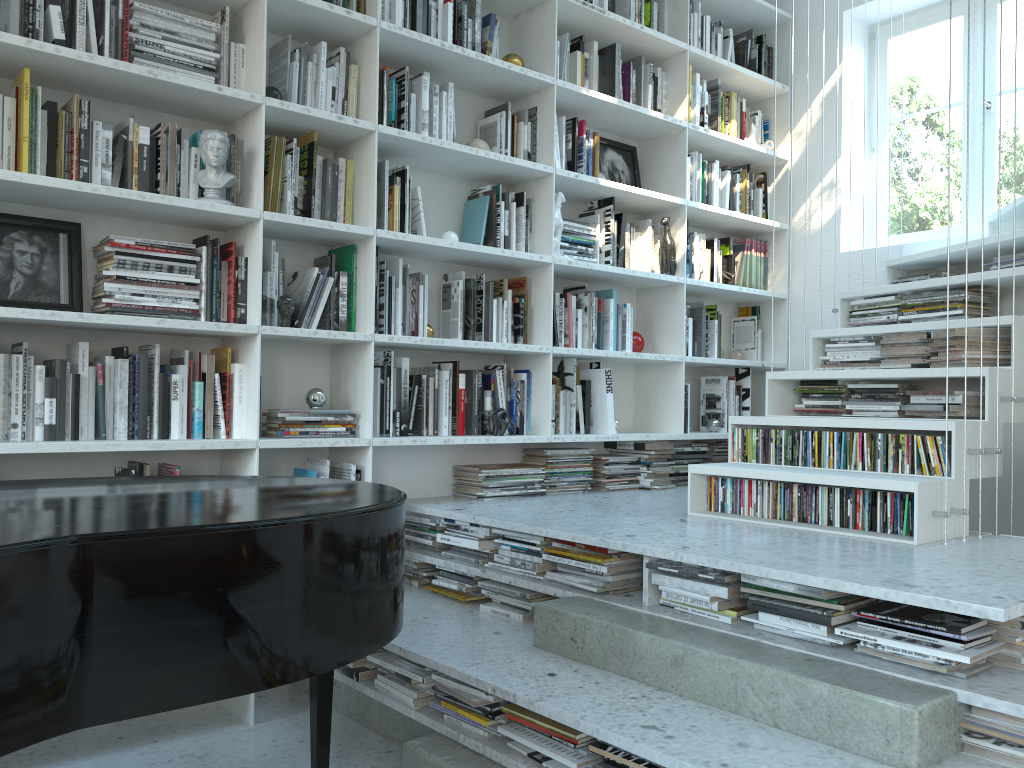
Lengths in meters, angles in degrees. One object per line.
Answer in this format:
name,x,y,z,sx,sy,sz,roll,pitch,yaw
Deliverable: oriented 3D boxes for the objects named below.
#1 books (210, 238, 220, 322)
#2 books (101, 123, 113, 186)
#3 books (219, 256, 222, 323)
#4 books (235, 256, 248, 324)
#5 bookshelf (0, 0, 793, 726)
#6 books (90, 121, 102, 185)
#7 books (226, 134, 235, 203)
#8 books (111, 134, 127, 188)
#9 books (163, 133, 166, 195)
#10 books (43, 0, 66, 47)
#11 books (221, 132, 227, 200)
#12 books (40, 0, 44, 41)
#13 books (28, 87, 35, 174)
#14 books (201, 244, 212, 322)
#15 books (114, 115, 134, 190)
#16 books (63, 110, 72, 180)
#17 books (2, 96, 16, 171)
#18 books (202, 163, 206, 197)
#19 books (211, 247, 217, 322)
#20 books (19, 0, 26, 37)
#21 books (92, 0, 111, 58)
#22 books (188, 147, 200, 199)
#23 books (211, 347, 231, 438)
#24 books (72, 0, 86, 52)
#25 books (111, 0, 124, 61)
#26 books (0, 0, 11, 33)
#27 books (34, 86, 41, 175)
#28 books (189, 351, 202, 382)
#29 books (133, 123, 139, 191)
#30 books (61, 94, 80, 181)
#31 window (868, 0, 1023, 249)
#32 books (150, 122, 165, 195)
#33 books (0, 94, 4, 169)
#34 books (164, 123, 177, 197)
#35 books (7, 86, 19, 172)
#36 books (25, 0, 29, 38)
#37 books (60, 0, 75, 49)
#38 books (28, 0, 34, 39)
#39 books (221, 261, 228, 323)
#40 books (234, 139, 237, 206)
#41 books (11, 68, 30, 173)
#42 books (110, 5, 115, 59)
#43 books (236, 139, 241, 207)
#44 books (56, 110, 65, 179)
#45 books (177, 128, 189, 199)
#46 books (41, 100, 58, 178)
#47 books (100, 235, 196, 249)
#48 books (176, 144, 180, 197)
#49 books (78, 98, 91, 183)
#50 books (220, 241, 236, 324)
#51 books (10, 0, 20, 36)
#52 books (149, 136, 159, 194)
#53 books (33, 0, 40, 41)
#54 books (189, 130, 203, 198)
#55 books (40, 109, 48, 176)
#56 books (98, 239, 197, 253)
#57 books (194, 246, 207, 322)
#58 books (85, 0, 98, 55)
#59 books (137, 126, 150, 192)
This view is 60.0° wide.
books,-1.007,-0.331,2.948,0.011,0.288,0.152,1,-1,-39
books,-1.269,-0.672,2.722,0.030,0.215,0.168,1,-1,-39
books,-1.003,-0.303,2.960,0.013,0.232,0.134,1,-1,-39
books,-0.942,-0.301,2.973,0.034,0.229,0.199,1,-1,-39
bookshelf,-1.060,-0.468,2.820,6.298,3.142,0.330,2,-1,-39
books,-1.289,-0.673,2.704,0.024,0.216,0.175,1,-1,-39
books,-0.965,-0.687,2.970,0.014,0.266,0.154,1,-1,-39
books,-1.246,-0.662,2.757,0.050,0.199,0.145,1,-1,-39
books,-1.147,-0.675,2.843,0.025,0.230,0.143,1,-1,-39
books,-1.368,-1.055,2.631,0.066,0.236,0.153,1,-1,-39
books,-0.990,-0.694,2.970,0.025,0.279,0.108,1,-1,-39
books,-1.402,-1.057,2.611,0.011,0.239,0.147,1,-1,-39
books,-1.413,-0.703,2.571,0.015,0.266,0.189,1,-1,-39
books,-1.028,-0.319,2.918,0.011,0.260,0.184,1,-1,-39
books,-1.214,-0.692,2.770,0.014,0.258,0.161,1,-1,-39
books,-1.353,-0.685,2.661,0.025,0.236,0.137,1,-1,-39
books,-1.469,-0.691,2.566,0.029,0.240,0.155,1,-1,-39
books,-1.036,-0.659,2.924,0.012,0.205,0.145,1,-1,-39
books,-1.017,-0.316,2.941,0.013,0.256,0.162,1,-1,-39
books,-1.440,-1.089,2.580,0.011,0.300,0.179,1,-1,-39
books,-1.264,-1.067,2.710,0.021,0.269,0.191,1,-1,-39
books,-1.063,-0.658,2.898,0.035,0.201,0.149,1,-1,-39
books,-0.979,0.030,2.974,0.011,0.300,0.149,1,-1,-39
books,-1.320,-1.043,2.679,0.024,0.216,0.148,1,-1,-39
books,-1.236,-1.054,2.742,0.015,0.245,0.183,1,-1,-39
books,-1.470,-1.073,2.542,0.025,0.266,0.185,1,-1,-39
books,-1.405,-0.710,2.597,0.010,0.281,0.170,1,-1,-39
books,-1.054,0.035,2.924,0.010,0.284,0.132,1,-1,-39
books,-1.203,-0.679,2.775,0.010,0.234,0.175,1,-1,-39
books,-1.333,-0.708,2.668,0.013,0.283,0.176,1,-1,-39
window,2.230,-1.277,4.232,0.042,1.226,1.117,1,-1,-39
books,-1.137,-0.683,2.803,0.012,0.245,0.186,1,-1,-39
books,-1.494,-0.696,2.553,0.026,0.248,0.139,1,-1,-39
books,-1.115,-0.688,2.844,0.025,0.258,0.150,1,-1,-39
books,-1.461,-0.712,2.589,0.010,0.284,0.136,1,-1,-39
books,-1.434,-1.064,2.588,0.011,0.252,0.153,1,-1,-39
books,-1.342,-1.078,2.670,0.022,0.285,0.130,1,-1,-39
books,-1.425,-1.055,2.596,0.014,0.233,0.147,1,-1,-39
books,-0.989,-0.295,2.969,0.021,0.217,0.132,1,-1,-39
books,-0.962,-0.684,2.988,0.014,0.261,0.137,1,-1,-39
books,-1.424,-0.729,2.563,0.014,0.317,0.188,1,-1,-39
books,-1.257,-1.040,2.736,0.024,0.216,0.132,1,-1,-39
books,-0.952,-0.685,3.005,0.023,0.264,0.107,1,-1,-39
books,-1.362,-0.681,2.644,0.012,0.228,0.169,1,-1,-39
books,-1.086,-0.687,2.881,0.024,0.259,0.126,1,-1,-39
books,-1.391,-0.697,2.647,0.028,0.259,0.134,1,-1,-39
books,-1.158,-0.440,2.815,0.254,0.012,0.161,2,-2,-35
books,-1.108,-0.662,2.871,0.022,0.206,0.114,1,-1,-39
books,-1.308,-0.700,2.670,0.028,0.267,0.190,1,-1,-39
books,-0.965,-0.326,2.966,0.011,0.279,0.186,1,-1,-39
books,-1.460,-1.087,2.573,0.029,0.295,0.151,1,-1,-39
books,-1.160,-0.661,2.798,0.029,0.200,0.178,1,-1,-39
books,-1.411,-1.063,2.602,0.014,0.250,0.172,1,-1,-39
books,-1.049,-0.688,2.920,0.014,0.263,0.135,1,-1,-39
books,-1.407,-0.683,2.625,0.024,0.228,0.147,1,-1,-39
books,-1.159,-0.428,2.817,0.254,0.012,0.161,2,-2,-42
books,-1.038,-0.316,2.912,0.012,0.254,0.161,1,-1,-39
books,-1.300,-1.079,2.699,0.049,0.291,0.162,1,-1,-39
books,-1.181,-0.674,2.778,0.029,0.224,0.185,1,-1,-39
